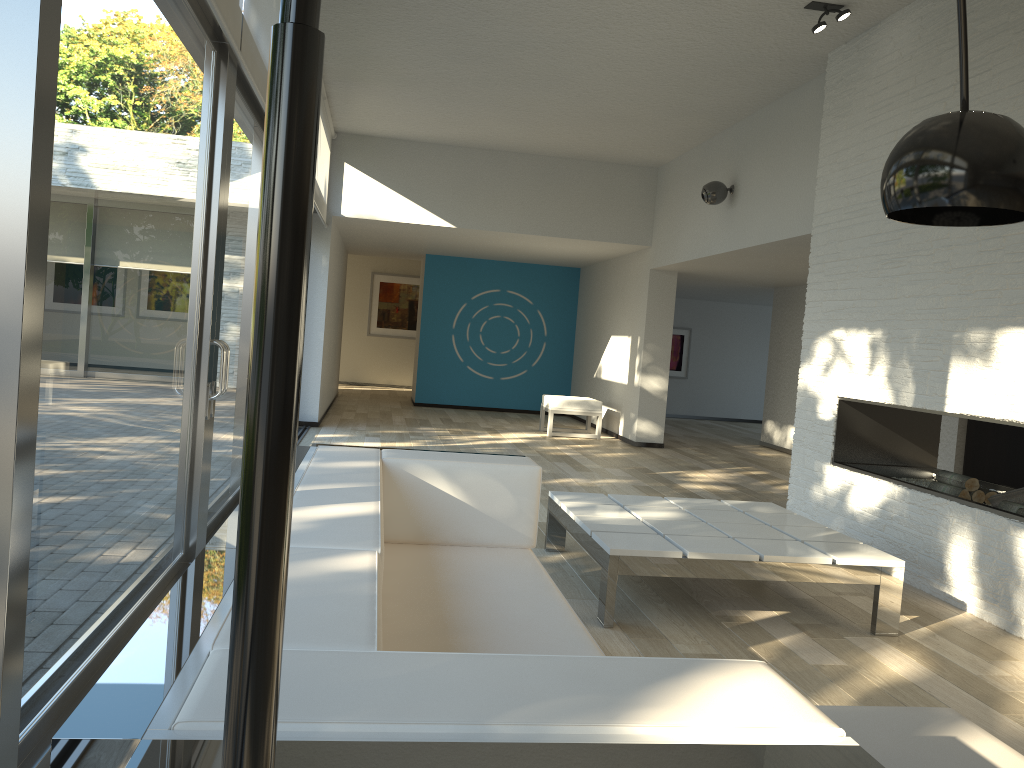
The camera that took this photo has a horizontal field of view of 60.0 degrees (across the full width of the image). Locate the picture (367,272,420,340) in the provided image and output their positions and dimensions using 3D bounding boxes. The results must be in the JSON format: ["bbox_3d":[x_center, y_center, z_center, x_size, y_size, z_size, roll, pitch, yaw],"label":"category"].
[{"bbox_3d":[-1.966,-1.433,16.511,1.378,1.190,0.017,4,2,-9],"label":"picture"}]

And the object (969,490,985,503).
[{"bbox_3d":[2.334,0.566,4.590,0.076,0.076,0.236,4,3,-10],"label":"object"}]

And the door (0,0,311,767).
[{"bbox_3d":[-0.614,-0.271,5.440,19.437,2.372,22.963,4,3,-9],"label":"door"}]

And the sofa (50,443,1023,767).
[{"bbox_3d":[0.119,0.648,2.102,1.545,0.654,2.406,4,3,-9],"label":"sofa"}]

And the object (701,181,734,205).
[{"bbox_3d":[1.758,-1.611,7.504,0.315,0.203,0.201,4,3,-9],"label":"object"}]

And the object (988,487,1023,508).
[{"bbox_3d":[2.365,0.541,4.163,0.093,0.170,0.272,4,3,-10],"label":"object"}]

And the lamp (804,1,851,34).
[{"bbox_3d":[1.756,-2.026,4.926,0.234,0.153,0.135,4,2,-9],"label":"lamp"}]

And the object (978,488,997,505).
[{"bbox_3d":[2.411,0.570,4.612,0.082,0.073,0.237,4,3,-10],"label":"object"}]

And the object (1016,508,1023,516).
[{"bbox_3d":[2.332,0.601,3.866,0.075,0.074,0.246,3,3,-30],"label":"object"}]

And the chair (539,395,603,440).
[{"bbox_3d":[0.690,0.381,10.462,0.611,0.442,0.610,4,3,-9],"label":"chair"}]

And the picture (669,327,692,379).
[{"bbox_3d":[2.439,-0.526,14.427,0.958,0.828,0.017,4,2,-9],"label":"picture"}]

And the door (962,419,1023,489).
[{"bbox_3d":[4.251,0.050,7.429,0.920,1.946,0.108,4,2,-9],"label":"door"}]

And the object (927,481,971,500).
[{"bbox_3d":[2.260,0.560,4.591,0.075,0.074,0.246,4,3,-10],"label":"object"}]

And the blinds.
[{"bbox_3d":[-1.023,-1.749,3.435,0.056,0.983,11.537,4,3,-9],"label":"blinds"}]

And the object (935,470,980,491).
[{"bbox_3d":[2.304,0.499,4.592,0.082,0.073,0.237,4,3,-10],"label":"object"}]

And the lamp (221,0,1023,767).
[{"bbox_3d":[0.419,0.026,1.112,0.283,2.023,1.753,6,3,34],"label":"lamp"}]

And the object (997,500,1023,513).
[{"bbox_3d":[2.340,0.592,4.060,0.075,0.074,0.246,4,3,-10],"label":"object"}]

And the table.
[{"bbox_3d":[0.871,0.782,4.065,1.220,0.305,1.221,4,3,-9],"label":"table"}]
